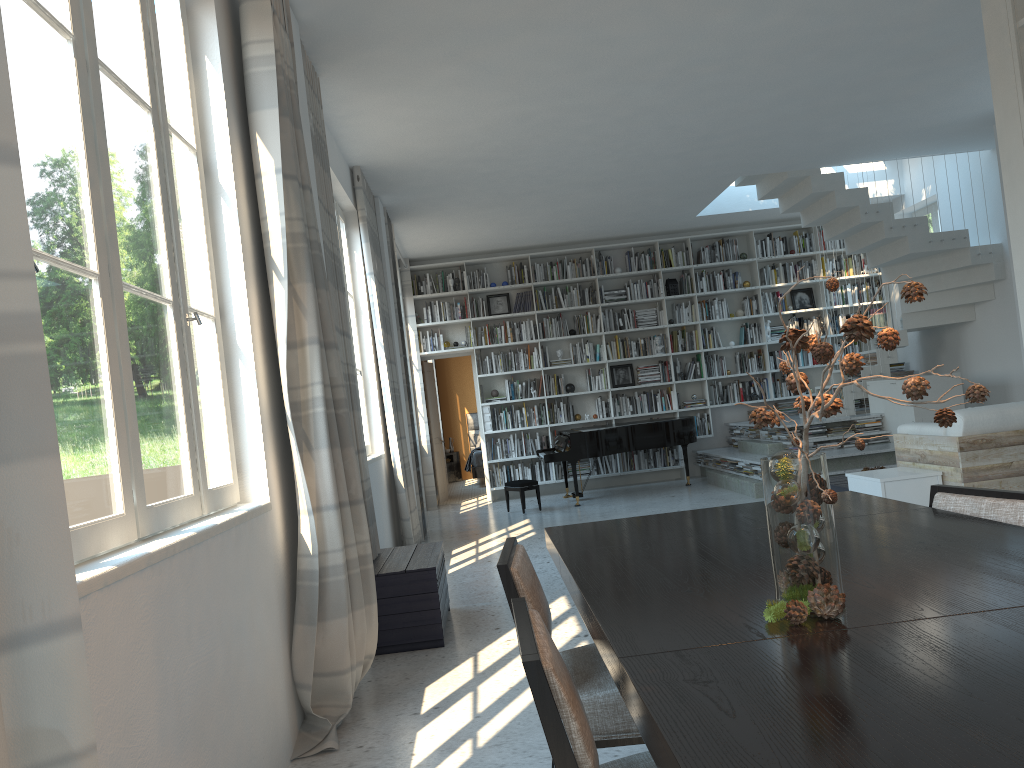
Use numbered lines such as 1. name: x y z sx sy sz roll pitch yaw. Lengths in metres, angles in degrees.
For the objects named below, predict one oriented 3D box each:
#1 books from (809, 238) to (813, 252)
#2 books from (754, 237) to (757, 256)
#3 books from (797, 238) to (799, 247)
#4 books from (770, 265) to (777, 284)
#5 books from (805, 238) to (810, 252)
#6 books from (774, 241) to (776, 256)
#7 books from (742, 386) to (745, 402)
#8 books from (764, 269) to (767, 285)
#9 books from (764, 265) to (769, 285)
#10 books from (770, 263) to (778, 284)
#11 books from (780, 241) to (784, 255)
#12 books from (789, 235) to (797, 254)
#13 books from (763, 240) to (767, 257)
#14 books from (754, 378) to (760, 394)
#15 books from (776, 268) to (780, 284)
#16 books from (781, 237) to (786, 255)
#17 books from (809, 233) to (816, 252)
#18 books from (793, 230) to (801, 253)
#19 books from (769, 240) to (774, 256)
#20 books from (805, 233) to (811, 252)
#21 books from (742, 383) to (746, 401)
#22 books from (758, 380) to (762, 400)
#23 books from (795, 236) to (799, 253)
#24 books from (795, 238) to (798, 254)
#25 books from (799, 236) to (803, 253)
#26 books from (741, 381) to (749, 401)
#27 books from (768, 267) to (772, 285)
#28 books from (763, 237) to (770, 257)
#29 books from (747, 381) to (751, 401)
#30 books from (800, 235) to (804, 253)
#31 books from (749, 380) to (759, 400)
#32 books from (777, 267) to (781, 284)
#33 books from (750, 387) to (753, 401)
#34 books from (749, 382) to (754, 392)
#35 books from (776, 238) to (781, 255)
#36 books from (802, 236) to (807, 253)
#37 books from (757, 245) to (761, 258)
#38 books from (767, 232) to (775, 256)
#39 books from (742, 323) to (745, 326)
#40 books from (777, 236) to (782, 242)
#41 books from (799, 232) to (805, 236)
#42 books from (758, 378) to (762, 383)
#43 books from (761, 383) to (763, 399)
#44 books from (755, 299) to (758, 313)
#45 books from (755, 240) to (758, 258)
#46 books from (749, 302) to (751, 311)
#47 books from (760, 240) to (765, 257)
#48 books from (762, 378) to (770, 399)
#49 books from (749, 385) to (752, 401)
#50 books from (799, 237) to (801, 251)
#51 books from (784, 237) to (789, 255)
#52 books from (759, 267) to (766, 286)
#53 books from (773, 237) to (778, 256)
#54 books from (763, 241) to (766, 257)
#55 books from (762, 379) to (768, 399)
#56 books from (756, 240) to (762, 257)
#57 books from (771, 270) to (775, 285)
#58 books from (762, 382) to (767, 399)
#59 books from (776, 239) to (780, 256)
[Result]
1. books: 3.942 -1.823 11.772 0.031 0.211 0.131 -7 -1 -2
2. books: 3.192 -1.780 11.728 0.028 0.294 0.150 -7 -1 -2
3. books: 3.766 -1.827 11.758 0.017 0.259 0.136 -7 -1 -2
4. books: 3.452 -1.423 11.720 0.026 0.261 0.167 -7 -1 -2
5. books: 3.888 -1.817 11.746 0.029 0.210 0.169 -7 -1 -2
6. books: 3.455 -1.772 11.748 0.030 0.220 0.133 -7 -1 -2
7. books: 3.024 0.115 11.688 0.025 0.237 0.156 -7 -1 -2
8. books: 3.331 -1.397 11.725 0.013 0.236 0.141 -7 -1 -2
9. books: 3.361 -1.423 11.727 0.051 0.282 0.166 -7 -1 -2
10. books: 3.468 -1.443 11.730 0.011 0.296 0.162 -7 -1 -2
11. books: 3.540 -1.774 11.727 0.024 0.202 0.190 -7 -1 -2
12. books: 3.717 -1.821 11.734 0.019 0.256 0.169 -7 -1 -2
13. books: 3.333 -1.773 11.746 0.027 0.249 0.140 -7 -1 -2
14. books: 3.236 0.063 11.695 0.013 0.294 0.134 -7 -1 -2
15. books: 3.492 -1.409 11.730 0.030 0.224 0.158 -7 -1 -2
16. books: 3.583 -1.804 11.752 0.012 0.254 0.161 -7 -1 -2
17. books: 3.968 -1.853 11.752 0.026 0.263 0.163 -7 -1 -2
18. books: 3.774 -1.860 11.745 0.007 0.320 0.165 -7 -1 -2
19. books: 3.411 -1.773 11.733 0.030 0.231 0.148 -7 -1 -2
20. books: 3.910 -1.854 11.766 0.025 0.279 0.136 -7 -1 -2
21. books: 3.046 0.111 11.695 0.021 0.242 0.131 -7 -1 -2
22. books: 3.254 0.075 11.696 0.021 0.264 0.150 -7 -1 -2
23. books: 3.750 -1.822 11.743 0.016 0.252 0.189 -7 -1 -2
24. books: 3.732 -1.805 11.737 0.008 0.220 0.182 -7 -1 -2
25. books: 3.803 -1.827 11.744 0.031 0.248 0.164 -7 -1 -2
26. books: 3.068 0.098 11.680 0.026 0.262 0.173 -7 -1 -2
27. books: 3.401 -1.412 11.737 0.026 0.250 0.130 -7 -1 -2
28. books: 3.369 -1.792 11.730 0.048 0.278 0.150 -7 -1 -2
29. books: 3.093 0.095 11.688 0.026 0.263 0.169 -7 -1 -2
30. books: 3.826 -1.833 11.760 0.017 0.257 0.146 -7 -1 -2
31. books: 3.197 0.081 11.684 0.070 0.266 0.186 -7 -1 -2
32. books: 3.518 -1.418 11.745 0.024 0.236 0.146 -7 -1 -2
33. books: 3.145 0.130 11.684 0.025 0.181 0.169 -7 -1 -2
34. books: 3.159 0.094 11.688 0.012 0.249 0.164 -7 -1 -2
35. books: 3.514 -1.796 11.740 0.021 0.254 0.151 -7 -1 -2
36. books: 3.845 -1.825 11.739 0.018 0.235 0.186 -7 -1 -2
37. books: 3.238 -1.729 11.709 0.022 0.182 0.190 -7 -1 -2
38. books: 3.427 -1.826 11.724 0.014 0.332 0.180 -7 -1 -2
39. books: 3.077 -0.655 11.715 0.016 0.290 0.135 -7 -1 -2
40. books: 3.552 -1.813 11.754 0.012 0.279 0.153 -7 -1 -2
41. books: 3.859 -1.858 11.760 0.020 0.299 0.131 -7 -1 -2
42. books: 3.282 0.064 11.711 0.012 0.282 0.143 -7 -1 -2
43. books: 3.274 0.095 11.684 0.013 0.220 0.168 -7 -1 -2
44. books: 3.209 -1.006 11.719 0.013 0.221 0.155 -7 -1 -2
45. books: 3.214 -1.767 11.738 0.014 0.264 0.140 -7 -1 -2
46. books: 3.127 -0.999 11.733 0.011 0.227 0.131 -7 -1 -2
47. books: 3.284 -1.764 11.718 0.026 0.241 0.184 -7 -1 -2
48. books: 3.353 0.060 11.689 0.025 0.272 0.171 -7 -1 -2
49. books: 3.120 0.118 11.690 0.022 0.211 0.135 -7 -1 -2
50. books: 3.787 -1.814 11.736 0.007 0.226 0.170 -7 -1 -2
51. books: 3.605 -1.809 11.740 0.030 0.257 0.165 -7 -1 -2
52. books: 3.318 -1.404 11.727 0.012 0.254 0.161 -7 -1 -2
53. books: 3.475 -1.796 11.729 0.014 0.262 0.168 -7 -1 -2
54. books: 3.309 -1.761 11.727 0.024 0.231 0.168 -7 -1 -2
55. books: 3.328 0.070 11.688 0.026 0.258 0.156 -7 -1 -2
56. books: 3.257 -1.765 11.722 0.025 0.250 0.178 -7 -1 -2
57. books: 3.429 -1.394 11.714 0.025 0.207 0.175 -7 -1 -2
58. books: 3.305 0.088 11.680 0.025 0.228 0.175 -7 -1 -2
59. books: 3.494 -1.785 11.730 0.022 0.236 0.172 -7 -1 -2
